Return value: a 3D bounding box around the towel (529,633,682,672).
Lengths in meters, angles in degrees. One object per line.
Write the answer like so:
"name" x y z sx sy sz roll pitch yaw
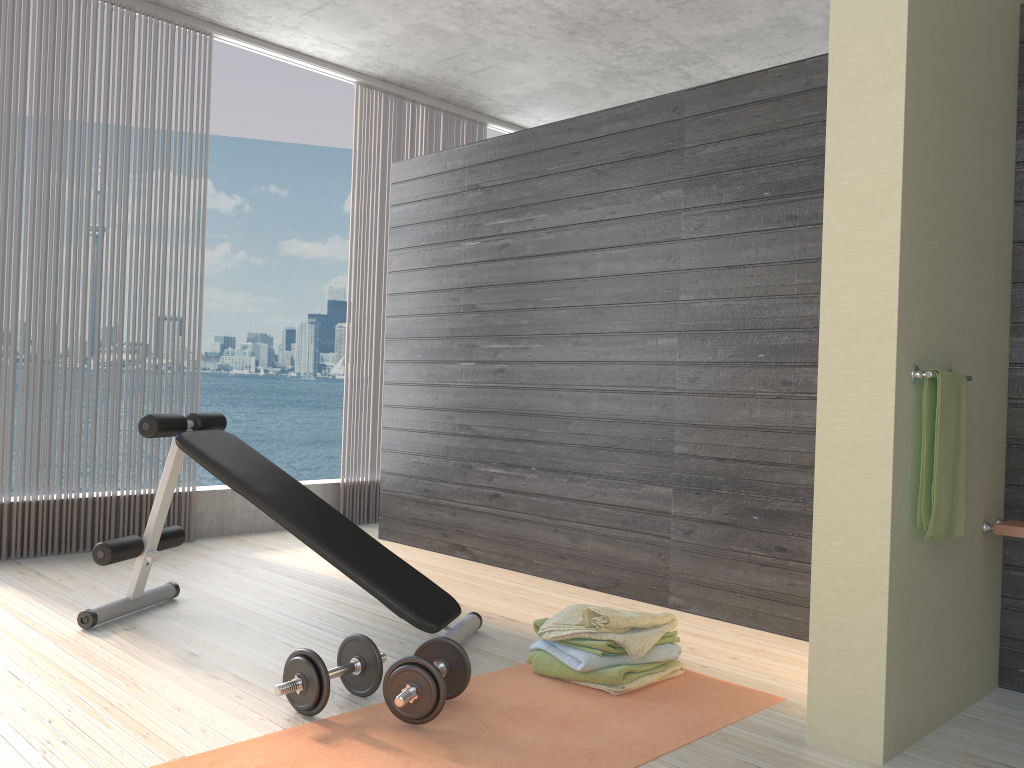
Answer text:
"towel" 0.291 0.834 2.806 0.383 0.078 0.383 2 0 -28

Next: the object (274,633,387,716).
"object" -0.488 0.792 2.426 0.176 0.176 0.385 2 0 37

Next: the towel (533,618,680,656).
"towel" 0.303 0.799 2.829 0.376 0.085 0.371 2 0 -40

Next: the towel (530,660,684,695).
"towel" 0.310 0.883 2.789 0.371 0.044 0.376 2 0 44

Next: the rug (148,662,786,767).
"rug" -0.430 0.874 1.868 0.716 0.002 2.779 2 0 45

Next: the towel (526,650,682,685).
"towel" 0.292 0.859 2.781 0.367 0.081 0.380 2 0 43

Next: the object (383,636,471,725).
"object" -0.225 0.791 2.380 0.176 0.176 0.385 2 0 17

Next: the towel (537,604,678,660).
"towel" 0.302 0.744 2.802 0.373 0.123 0.384 2 0 29

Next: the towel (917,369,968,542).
"towel" 1.112 0.181 2.275 0.070 0.433 0.214 2 0 40

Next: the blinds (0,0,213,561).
"blinds" -2.056 -0.542 4.397 0.069 2.744 1.133 2 0 45

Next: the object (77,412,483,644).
"object" -0.789 0.494 3.131 1.312 0.746 0.505 2 0 14

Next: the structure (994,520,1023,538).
"structure" 1.750 0.438 2.392 0.781 0.030 0.151 2 0 45

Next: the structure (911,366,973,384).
"structure" 1.119 -0.019 2.306 0.052 0.046 0.298 2 0 45

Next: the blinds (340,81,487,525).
"blinds" -0.621 -0.483 5.838 0.069 2.744 1.133 2 0 45
